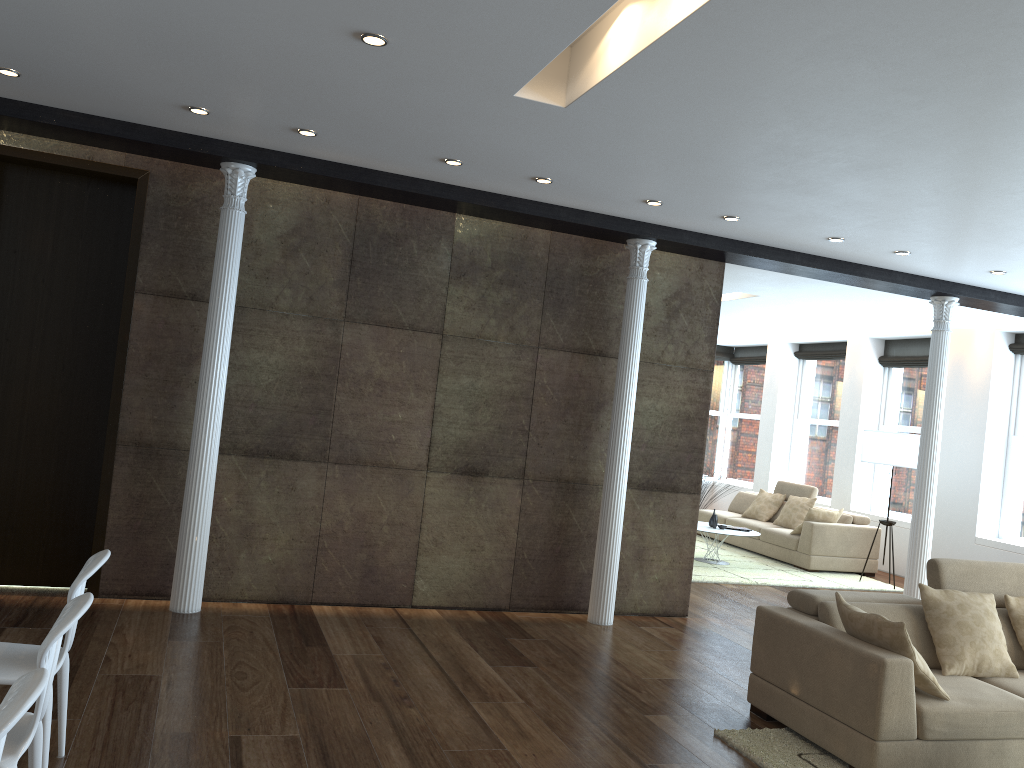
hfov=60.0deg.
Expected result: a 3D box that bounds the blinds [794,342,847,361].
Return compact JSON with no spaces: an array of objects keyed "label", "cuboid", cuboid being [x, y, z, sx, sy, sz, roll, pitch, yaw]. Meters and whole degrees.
[{"label":"blinds","cuboid":[4.659,-0.483,13.038,0.156,0.275,1.442,7,-2,-19]}]

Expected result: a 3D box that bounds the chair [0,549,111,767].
[{"label":"chair","cuboid":[-1.801,1.005,3.167,0.581,0.835,0.495,7,-2,-19]}]

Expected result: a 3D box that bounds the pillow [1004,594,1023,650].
[{"label":"pillow","cuboid":[3.080,1.427,5.025,0.519,0.416,0.368,7,-2,-14]}]

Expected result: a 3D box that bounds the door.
[{"label":"door","cuboid":[-3.084,-0.062,5.873,1.000,2.814,0.510,7,-2,-19]}]

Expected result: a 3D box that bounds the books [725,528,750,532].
[{"label":"books","cuboid":[2.614,1.690,10.334,0.300,0.010,0.220,6,-2,16]}]

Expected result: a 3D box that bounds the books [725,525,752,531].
[{"label":"books","cuboid":[2.622,1.683,10.358,0.300,0.010,0.220,7,-1,-4]}]

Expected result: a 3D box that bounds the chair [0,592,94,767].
[{"label":"chair","cuboid":[-1.557,1.016,2.515,0.581,0.835,0.495,7,-2,-19]}]

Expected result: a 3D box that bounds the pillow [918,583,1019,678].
[{"label":"pillow","cuboid":[2.490,1.346,4.836,0.534,0.439,0.301,7,-2,-15]}]

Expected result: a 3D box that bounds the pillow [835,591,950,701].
[{"label":"pillow","cuboid":[1.850,1.283,4.365,0.395,0.393,0.518,7,-2,-15]}]

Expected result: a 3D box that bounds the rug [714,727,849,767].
[{"label":"rug","cuboid":[3.497,2.030,3.786,4.231,0.020,2.972,7,-2,-19]}]

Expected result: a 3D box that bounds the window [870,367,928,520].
[{"label":"window","cuboid":[5.178,0.612,11.335,0.123,2.400,1.345,7,-2,-19]}]

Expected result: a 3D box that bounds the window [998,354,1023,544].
[{"label":"window","cuboid":[5.848,0.637,9.378,0.123,2.400,1.391,7,-2,-19]}]

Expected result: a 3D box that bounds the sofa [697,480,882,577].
[{"label":"sofa","cuboid":[3.529,1.769,11.652,1.018,0.950,2.581,7,-2,-19]}]

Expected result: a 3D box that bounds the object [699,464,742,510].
[{"label":"object","cuboid":[2.749,1.673,13.299,1.119,1.014,1.125,7,-2,-32]}]

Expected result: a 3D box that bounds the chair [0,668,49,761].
[{"label":"chair","cuboid":[-1.327,1.023,1.814,0.581,0.835,0.495,7,-2,-19]}]

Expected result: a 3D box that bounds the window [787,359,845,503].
[{"label":"window","cuboid":[4.597,0.591,13.033,0.123,2.400,1.444,7,-2,-19]}]

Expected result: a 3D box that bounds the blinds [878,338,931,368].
[{"label":"blinds","cuboid":[5.233,-0.403,11.341,0.156,0.393,1.342,7,-2,-19]}]

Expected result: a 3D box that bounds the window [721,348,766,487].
[{"label":"window","cuboid":[7.738,1.801,22.549,34.761,17.917,13.698,7,-2,-19]}]

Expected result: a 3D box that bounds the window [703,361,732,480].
[{"label":"window","cuboid":[3.047,0.474,15.238,1.474,2.400,0.123,7,-2,-19]}]

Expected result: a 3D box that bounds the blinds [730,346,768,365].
[{"label":"blinds","cuboid":[4.068,-0.479,14.756,0.156,0.327,1.377,7,-2,-19]}]

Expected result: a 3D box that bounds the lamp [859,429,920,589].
[{"label":"lamp","cuboid":[4.234,1.409,9.965,0.698,1.728,0.698,6,-1,5]}]

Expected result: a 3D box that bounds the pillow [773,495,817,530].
[{"label":"pillow","cuboid":[3.638,1.645,11.419,0.301,0.439,0.534,7,-2,-22]}]

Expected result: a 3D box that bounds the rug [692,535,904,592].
[{"label":"rug","cuboid":[2.282,2.086,11.249,2.972,0.020,4.231,7,-2,-19]}]

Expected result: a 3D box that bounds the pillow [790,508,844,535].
[{"label":"pillow","cuboid":[3.658,1.649,10.622,0.518,0.393,0.395,7,-2,-22]}]

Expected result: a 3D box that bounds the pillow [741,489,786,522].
[{"label":"pillow","cuboid":[3.422,1.646,12.005,0.368,0.416,0.519,7,-2,-23]}]

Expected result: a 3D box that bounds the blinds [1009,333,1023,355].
[{"label":"blinds","cuboid":[5.909,-0.437,9.386,0.156,0.275,1.396,7,-2,-19]}]

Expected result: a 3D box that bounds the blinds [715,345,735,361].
[{"label":"blinds","cuboid":[3.179,-0.576,15.178,1.442,0.312,0.155,7,-2,-19]}]

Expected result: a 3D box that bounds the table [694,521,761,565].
[{"label":"table","cuboid":[2.329,1.859,10.253,1.022,0.393,1.022,6,-2,25]}]

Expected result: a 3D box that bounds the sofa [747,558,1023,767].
[{"label":"sofa","cuboid":[2.719,1.503,4.902,2.581,0.950,1.021,7,-2,-19]}]
